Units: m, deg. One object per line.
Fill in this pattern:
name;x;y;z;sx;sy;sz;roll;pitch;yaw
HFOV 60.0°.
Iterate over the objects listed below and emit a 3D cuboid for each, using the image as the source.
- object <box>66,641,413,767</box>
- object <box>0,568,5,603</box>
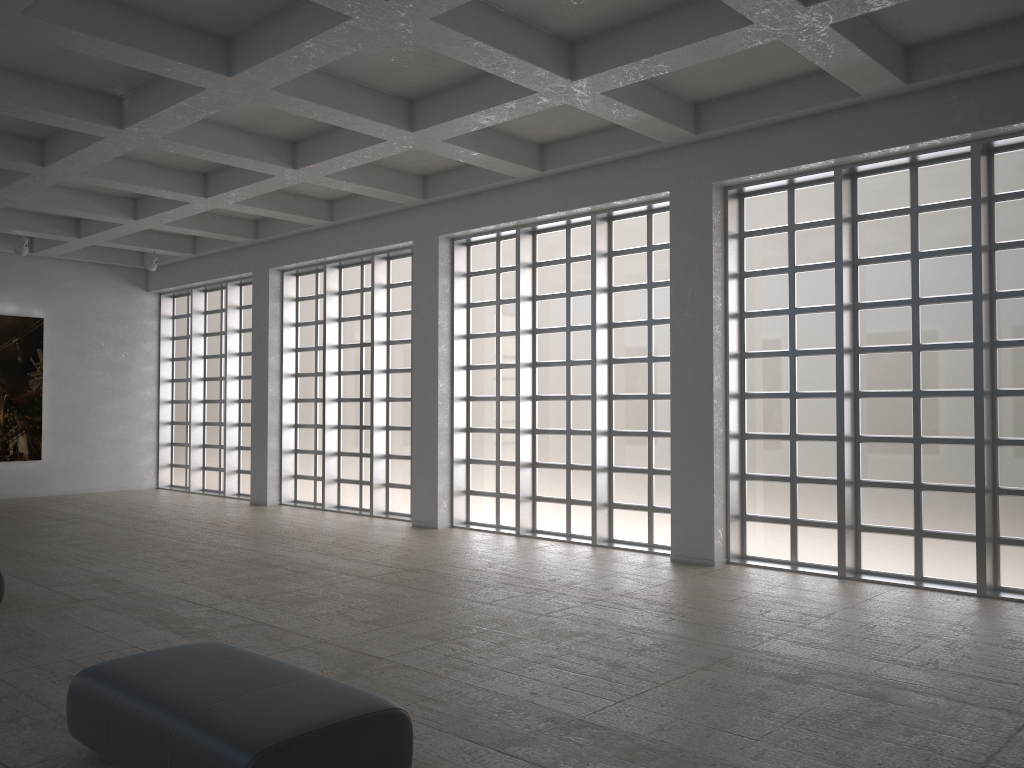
object;-2.427;2.938;7.634;3.044;0.828;1.616;-1;-2;43
object;-9.434;3.116;14.077;3.044;0.828;1.616;-1;-2;43
